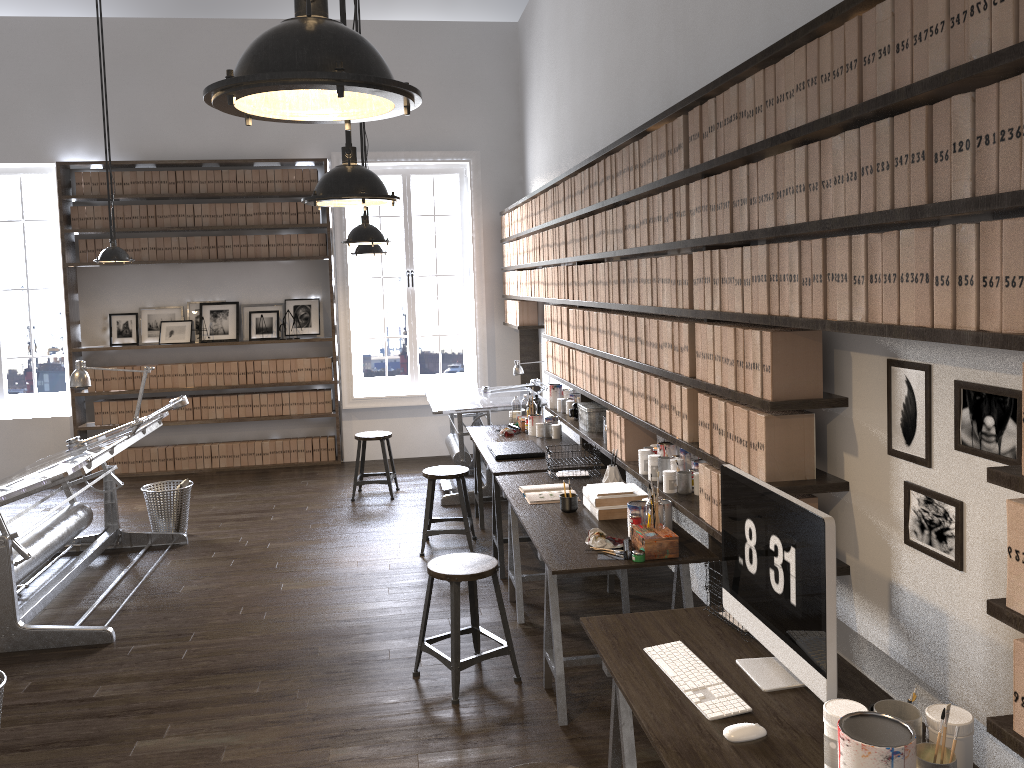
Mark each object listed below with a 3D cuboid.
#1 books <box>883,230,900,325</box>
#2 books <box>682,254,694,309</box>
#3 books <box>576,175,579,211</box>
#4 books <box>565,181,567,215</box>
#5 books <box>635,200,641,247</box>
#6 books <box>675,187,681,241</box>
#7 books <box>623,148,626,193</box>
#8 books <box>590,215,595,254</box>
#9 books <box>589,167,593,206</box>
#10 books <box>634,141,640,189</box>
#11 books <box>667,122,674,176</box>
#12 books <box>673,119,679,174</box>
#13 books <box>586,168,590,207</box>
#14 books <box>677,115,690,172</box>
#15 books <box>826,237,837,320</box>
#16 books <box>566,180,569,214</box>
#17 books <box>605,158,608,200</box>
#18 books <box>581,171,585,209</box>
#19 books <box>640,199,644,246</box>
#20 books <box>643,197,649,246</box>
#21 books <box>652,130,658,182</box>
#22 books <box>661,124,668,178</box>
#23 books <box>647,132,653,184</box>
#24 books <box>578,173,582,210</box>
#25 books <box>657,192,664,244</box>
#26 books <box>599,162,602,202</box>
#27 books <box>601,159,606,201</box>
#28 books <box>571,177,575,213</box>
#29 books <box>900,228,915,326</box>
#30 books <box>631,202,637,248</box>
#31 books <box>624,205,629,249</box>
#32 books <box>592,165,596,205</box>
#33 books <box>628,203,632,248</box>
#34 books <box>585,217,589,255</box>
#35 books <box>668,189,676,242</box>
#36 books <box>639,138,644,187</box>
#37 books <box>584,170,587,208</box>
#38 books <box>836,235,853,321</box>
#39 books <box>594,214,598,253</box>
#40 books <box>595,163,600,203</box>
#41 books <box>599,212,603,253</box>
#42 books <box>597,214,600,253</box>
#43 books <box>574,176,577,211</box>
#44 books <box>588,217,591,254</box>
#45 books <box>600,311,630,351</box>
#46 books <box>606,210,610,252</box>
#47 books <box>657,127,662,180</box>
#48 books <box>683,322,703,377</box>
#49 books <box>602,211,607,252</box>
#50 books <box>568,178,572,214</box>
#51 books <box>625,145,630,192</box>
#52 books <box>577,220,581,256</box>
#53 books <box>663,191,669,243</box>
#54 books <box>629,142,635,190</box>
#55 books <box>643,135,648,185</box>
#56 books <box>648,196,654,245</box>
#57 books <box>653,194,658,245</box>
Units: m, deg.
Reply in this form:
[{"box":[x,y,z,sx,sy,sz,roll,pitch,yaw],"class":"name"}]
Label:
[{"box":[0.995,-0.259,2.144,0.174,0.225,0.067,-3,4,-8],"class":"books"},{"box":[0.784,-0.413,3.577,0.174,0.225,0.067,-3,4,-8],"class":"books"},{"box":[0.489,-1.171,5.419,0.174,0.225,0.067,-3,4,-8],"class":"books"},{"box":[0.437,-1.209,5.762,0.174,0.225,0.067,-3,4,-8],"class":"books"},{"box":[0.680,-0.757,4.193,0.174,0.225,0.067,-3,4,-8],"class":"books"},{"box":[0.765,-0.695,3.641,0.174,0.225,0.067,-3,4,-8],"class":"books"},{"box":[0.642,-1.055,4.378,0.174,0.225,0.067,-3,4,-8],"class":"books"},{"box":[0.545,-0.857,5.088,0.174,0.225,0.067,-3,4,-8],"class":"books"},{"box":[0.539,-1.134,5.084,0.174,0.225,0.067,-3,4,-8],"class":"books"},{"box":[0.671,-1.032,4.172,0.174,0.225,0.067,-3,4,-8],"class":"books"},{"box":[0.744,-0.979,3.699,0.174,0.225,0.067,-3,4,-8],"class":"books"},{"box":[0.754,-0.972,3.629,0.174,0.225,0.067,-3,4,-8],"class":"books"},{"box":[0.524,-1.141,5.149,0.174,0.225,0.067,-3,4,-8],"class":"books"},{"box":[0.760,-0.964,3.559,0.174,0.225,0.067,-3,4,-8],"class":"books"},{"box":[0.956,-0.290,2.419,0.174,0.225,0.067,-3,4,-8],"class":"books"},{"box":[0.442,-1.202,5.699,0.174,0.225,0.067,-3,4,-8],"class":"books"},{"box":[0.593,-1.094,4.726,0.174,0.225,0.067,-3,4,-8],"class":"books"},{"box":[0.508,-1.155,5.278,0.174,0.225,0.067,-3,4,-8],"class":"books"},{"box":[0.690,-0.750,4.131,0.174,0.225,0.067,-3,4,-8],"class":"books"},{"box":[0.696,-0.742,4.064,0.174,0.225,0.067,-3,4,-8],"class":"books"},{"box":[0.712,-1.001,3.894,0.174,0.225,0.067,-3,4,-8],"class":"books"},{"box":[0.728,-0.987,3.765,0.174,0.225,0.067,-3,4,-8],"class":"books"},{"box":[0.700,-1.009,3.965,0.174,0.225,0.067,-3,4,-8],"class":"books"},{"box":[0.495,-1.163,5.349,0.174,0.225,0.067,-3,4,-8],"class":"books"},{"box":[0.728,-0.720,3.858,0.174,0.225,0.067,-3,4,-8],"class":"books"},{"box":[0.571,-1.110,4.874,0.174,0.225,0.067,-3,4,-8],"class":"books"},{"box":[0.576,-1.102,4.799,0.174,0.225,0.067,-3,4,-8],"class":"books"},{"box":[0.467,-1.186,5.557,0.174,0.225,0.067,-3,4,-8],"class":"books"},{"box":[1.005,-0.251,2.070,0.174,0.225,0.067,-3,4,-8],"class":"books"},{"box":[0.667,-0.765,4.264,0.174,0.225,0.067,-3,4,-8],"class":"books"},{"box":[0.653,-0.780,4.404,0.174,0.225,0.067,-3,4,-8],"class":"books"},{"box":[0.550,-1.126,5.014,0.174,0.225,0.067,-3,4,-8],"class":"books"},{"box":[0.661,-0.773,4.334,0.174,0.225,0.067,-3,4,-8],"class":"books"},{"box":[0.525,-0.873,5.232,0.174,0.225,0.067,-3,4,-8],"class":"books"},{"box":[0.748,-0.703,3.714,0.174,0.225,0.067,-3,4,-8],"class":"books"},{"box":[0.685,-1.025,4.104,0.174,0.225,0.067,-3,4,-8],"class":"books"},{"box":[0.519,-1.149,5.216,0.174,0.225,0.067,-3,4,-8],"class":"books"},{"box":[0.959,-0.282,2.353,0.174,0.225,0.067,-3,4,-8],"class":"books"},{"box":[0.562,-0.849,5.016,0.174,0.225,0.067,-3,4,-8],"class":"books"},{"box":[0.556,-1.118,4.943,0.174,0.225,0.067,-3,4,-8],"class":"books"},{"box":[0.574,-0.834,4.888,0.174,0.225,0.067,-3,4,-8],"class":"books"},{"box":[0.569,-0.841,4.951,0.174,0.225,0.067,-3,4,-8],"class":"books"},{"box":[0.481,-1.179,5.488,0.174,0.225,0.067,-3,4,-8],"class":"books"},{"box":[0.540,-0.865,5.163,0.174,0.225,0.067,-3,4,-8],"class":"books"},{"box":[0.588,-0.291,4.972,0.174,0.225,0.067,-3,4,-8],"class":"books"},{"box":[0.598,-0.818,4.745,0.174,0.225,0.067,-3,4,-8],"class":"books"},{"box":[0.723,-0.994,3.832,0.174,0.225,0.067,-3,4,-8],"class":"books"},{"box":[0.789,-0.137,3.592,0.174,0.225,0.067,-3,4,-8],"class":"books"},{"box":[0.584,-0.826,4.816,0.174,0.225,0.067,-3,4,-8],"class":"books"},{"box":[0.453,-1.194,5.628,0.174,0.225,0.067,-3,4,-8],"class":"books"},{"box":[0.646,-1.048,4.315,0.174,0.225,0.067,-3,4,-8],"class":"books"},{"box":[0.493,-0.896,5.439,0.174,0.225,0.067,-3,4,-8],"class":"books"},{"box":[0.743,-0.712,3.789,0.174,0.225,0.067,-3,4,-8],"class":"books"},{"box":[0.657,-1.040,4.243,0.174,0.225,0.067,-3,4,-8],"class":"books"},{"box":[0.693,-1.017,4.035,0.174,0.225,0.067,-3,4,-8],"class":"books"},{"box":[0.711,-0.735,3.999,0.174,0.225,0.067,-3,4,-8],"class":"books"},{"box":[0.722,-0.728,3.929,0.174,0.225,0.067,-3,4,-8],"class":"books"}]
